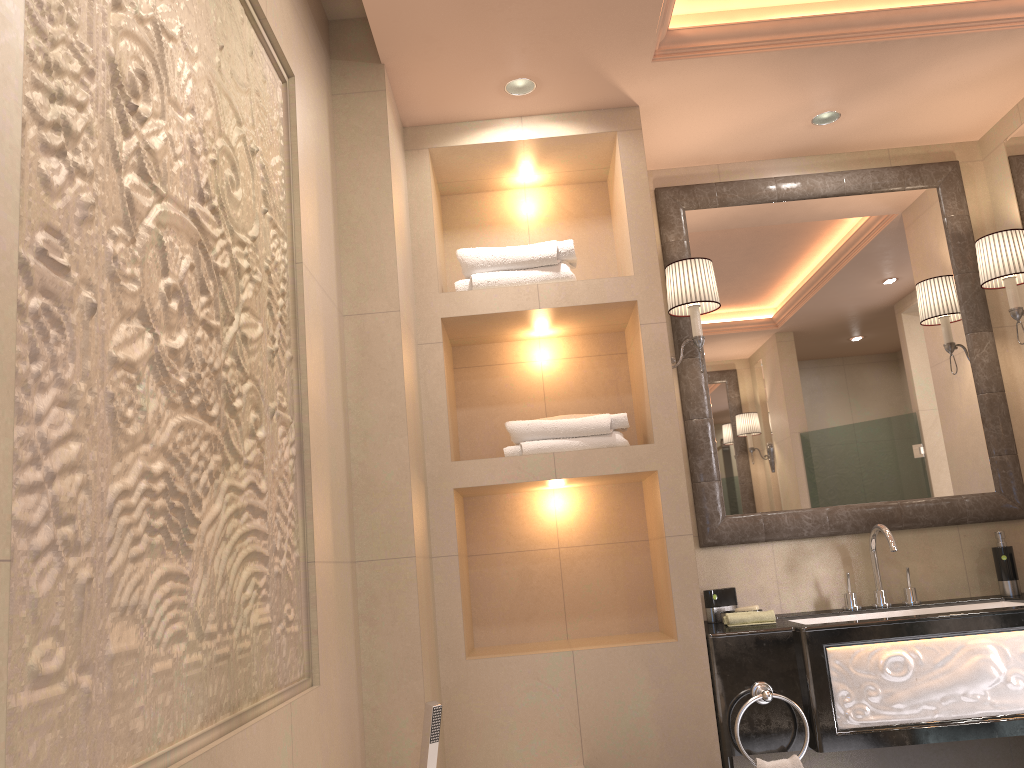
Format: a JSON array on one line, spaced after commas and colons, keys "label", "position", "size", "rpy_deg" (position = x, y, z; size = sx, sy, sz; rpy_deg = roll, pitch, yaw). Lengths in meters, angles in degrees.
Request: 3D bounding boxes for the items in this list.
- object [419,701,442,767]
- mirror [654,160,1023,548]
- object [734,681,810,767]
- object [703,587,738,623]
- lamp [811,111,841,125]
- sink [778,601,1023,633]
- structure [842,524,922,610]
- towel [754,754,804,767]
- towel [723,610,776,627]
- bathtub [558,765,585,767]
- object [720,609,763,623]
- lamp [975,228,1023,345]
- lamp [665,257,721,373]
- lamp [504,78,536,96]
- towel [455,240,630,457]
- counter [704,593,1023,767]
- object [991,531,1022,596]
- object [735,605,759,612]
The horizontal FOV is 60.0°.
[{"label": "object", "position": [-0.190, 0.846, 1.957], "size": [0.059, 0.280, 0.114], "rpy_deg": [6, -16, -44]}, {"label": "mirror", "position": [1.151, -0.135, 3.160], "size": [1.130, 1.320, 0.040], "rpy_deg": [-5, -11, 0]}, {"label": "object", "position": [0.706, 0.938, 2.432], "size": [0.203, 0.226, 0.074], "rpy_deg": [-5, -11, 0]}, {"label": "object", "position": [0.690, 0.728, 2.921], "size": [0.124, 0.104, 0.038], "rpy_deg": [0, -13, -25]}, {"label": "lamp", "position": [1.073, -0.943, 3.047], "size": [0.097, 0.069, 0.097], "rpy_deg": [-9, -12, 17]}, {"label": "sink", "position": [1.225, 0.769, 2.694], "size": [0.760, 0.135, 0.349], "rpy_deg": [-5, -11, 0]}, {"label": "structure", "position": [1.192, 0.601, 2.931], "size": [0.223, 0.268, 0.242], "rpy_deg": [-13, -14, 34]}, {"label": "towel", "position": [0.734, 1.226, 2.344], "size": [0.173, 0.455, 0.116], "rpy_deg": [-1, -12, -18]}, {"label": "towel", "position": [0.728, 0.718, 2.725], "size": [0.149, 0.039, 0.096], "rpy_deg": [-6, -12, 7]}, {"label": "bathtub", "position": [0.191, 1.057, 1.098], "size": [1.060, 0.540, 2.662], "rpy_deg": [-5, -11, 0]}, {"label": "object", "position": [0.732, 0.740, 2.826], "size": [0.133, 0.035, 0.080], "rpy_deg": [-9, -12, 18]}, {"label": "lamp", "position": [1.686, -0.278, 2.934], "size": [0.223, 0.444, 0.174], "rpy_deg": [-5, -11, 0]}, {"label": "lamp", "position": [0.589, -0.180, 2.939], "size": [0.223, 0.444, 0.174], "rpy_deg": [-5, -11, 0]}, {"label": "lamp", "position": [0.022, -0.926, 2.675], "size": [0.097, 0.069, 0.097], "rpy_deg": [0, -12, -23]}, {"label": "towel", "position": [0.060, -0.406, 1.410], "size": [0.517, 0.726, 3.195], "rpy_deg": [-5, -11, 0]}, {"label": "counter", "position": [1.256, 1.115, 2.649], "size": [1.330, 0.858, 0.543], "rpy_deg": [-5, -11, 0]}, {"label": "object", "position": [1.637, 0.595, 2.944], "size": [0.063, 0.208, 0.063], "rpy_deg": [-1, -12, -18]}, {"label": "object", "position": [0.748, 0.717, 2.823], "size": [0.077, 0.022, 0.051], "rpy_deg": [-9, -12, 20]}]
